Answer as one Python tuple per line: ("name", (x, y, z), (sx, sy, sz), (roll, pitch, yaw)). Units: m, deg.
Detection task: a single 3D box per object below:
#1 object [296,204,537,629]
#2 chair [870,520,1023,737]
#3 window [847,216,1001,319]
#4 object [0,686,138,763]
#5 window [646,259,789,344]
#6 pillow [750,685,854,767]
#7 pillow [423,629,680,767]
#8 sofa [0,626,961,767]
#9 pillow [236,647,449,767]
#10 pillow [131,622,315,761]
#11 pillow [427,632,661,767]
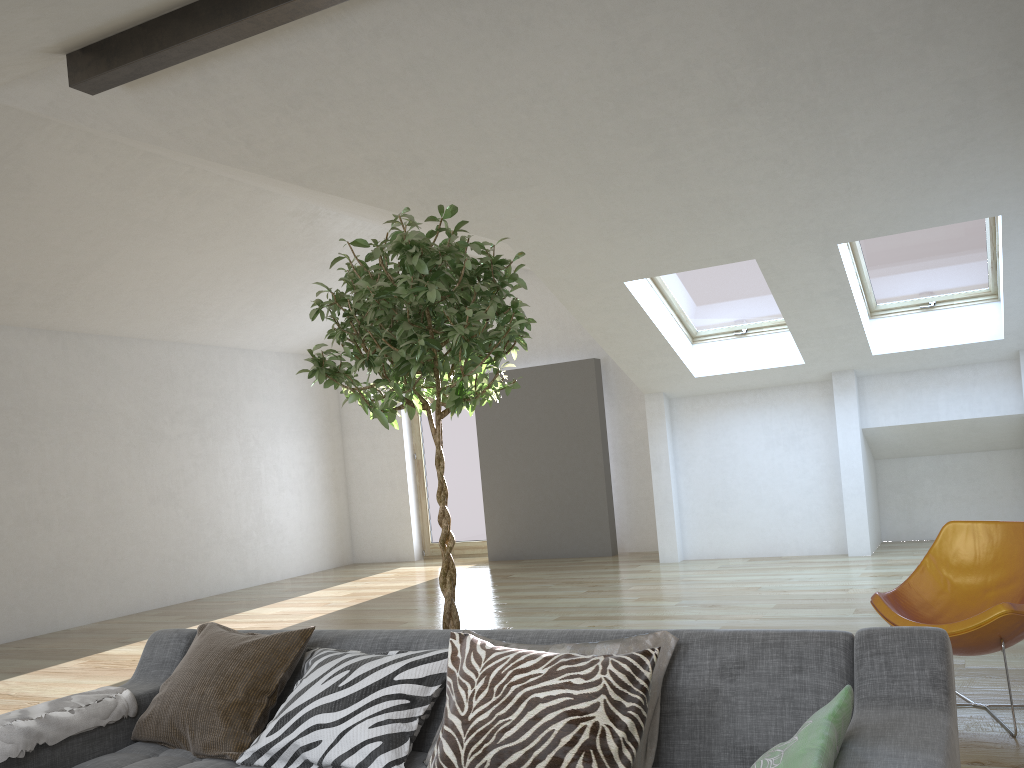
("object", (-0.268, 0.423, 2.997), (0.809, 2.018, 0.805), (-5, -1, 5))
("chair", (1.863, 0.939, 3.577), (0.716, 0.722, 0.657), (-4, -3, -33))
("window", (3.266, -0.956, 7.013), (1.485, 0.727, 1.890), (-7, -5, 27))
("object", (-1.368, 1.130, 2.577), (0.360, 0.418, 0.478), (-6, -3, 30))
("window", (1.831, -0.765, 7.697), (1.485, 0.727, 1.890), (-7, -5, 27))
("pillow", (0.507, 0.740, 1.675), (0.230, 0.260, 0.439), (-6, -4, 29))
("pillow", (0.080, 0.794, 2.210), (0.647, 0.318, 0.261), (-7, -3, 26))
("sofa", (-0.273, 1.023, 2.190), (2.484, 0.683, 1.018), (-7, -4, 26))
("pillow", (-0.436, 0.882, 2.406), (0.565, 0.283, 0.356), (-7, -4, 26))
("pillow", (-0.883, 0.914, 2.667), (0.581, 0.337, 0.307), (-8, -3, 36))
("pillow", (0.058, 0.755, 2.027), (0.562, 0.340, 0.279), (-7, -3, 30))
